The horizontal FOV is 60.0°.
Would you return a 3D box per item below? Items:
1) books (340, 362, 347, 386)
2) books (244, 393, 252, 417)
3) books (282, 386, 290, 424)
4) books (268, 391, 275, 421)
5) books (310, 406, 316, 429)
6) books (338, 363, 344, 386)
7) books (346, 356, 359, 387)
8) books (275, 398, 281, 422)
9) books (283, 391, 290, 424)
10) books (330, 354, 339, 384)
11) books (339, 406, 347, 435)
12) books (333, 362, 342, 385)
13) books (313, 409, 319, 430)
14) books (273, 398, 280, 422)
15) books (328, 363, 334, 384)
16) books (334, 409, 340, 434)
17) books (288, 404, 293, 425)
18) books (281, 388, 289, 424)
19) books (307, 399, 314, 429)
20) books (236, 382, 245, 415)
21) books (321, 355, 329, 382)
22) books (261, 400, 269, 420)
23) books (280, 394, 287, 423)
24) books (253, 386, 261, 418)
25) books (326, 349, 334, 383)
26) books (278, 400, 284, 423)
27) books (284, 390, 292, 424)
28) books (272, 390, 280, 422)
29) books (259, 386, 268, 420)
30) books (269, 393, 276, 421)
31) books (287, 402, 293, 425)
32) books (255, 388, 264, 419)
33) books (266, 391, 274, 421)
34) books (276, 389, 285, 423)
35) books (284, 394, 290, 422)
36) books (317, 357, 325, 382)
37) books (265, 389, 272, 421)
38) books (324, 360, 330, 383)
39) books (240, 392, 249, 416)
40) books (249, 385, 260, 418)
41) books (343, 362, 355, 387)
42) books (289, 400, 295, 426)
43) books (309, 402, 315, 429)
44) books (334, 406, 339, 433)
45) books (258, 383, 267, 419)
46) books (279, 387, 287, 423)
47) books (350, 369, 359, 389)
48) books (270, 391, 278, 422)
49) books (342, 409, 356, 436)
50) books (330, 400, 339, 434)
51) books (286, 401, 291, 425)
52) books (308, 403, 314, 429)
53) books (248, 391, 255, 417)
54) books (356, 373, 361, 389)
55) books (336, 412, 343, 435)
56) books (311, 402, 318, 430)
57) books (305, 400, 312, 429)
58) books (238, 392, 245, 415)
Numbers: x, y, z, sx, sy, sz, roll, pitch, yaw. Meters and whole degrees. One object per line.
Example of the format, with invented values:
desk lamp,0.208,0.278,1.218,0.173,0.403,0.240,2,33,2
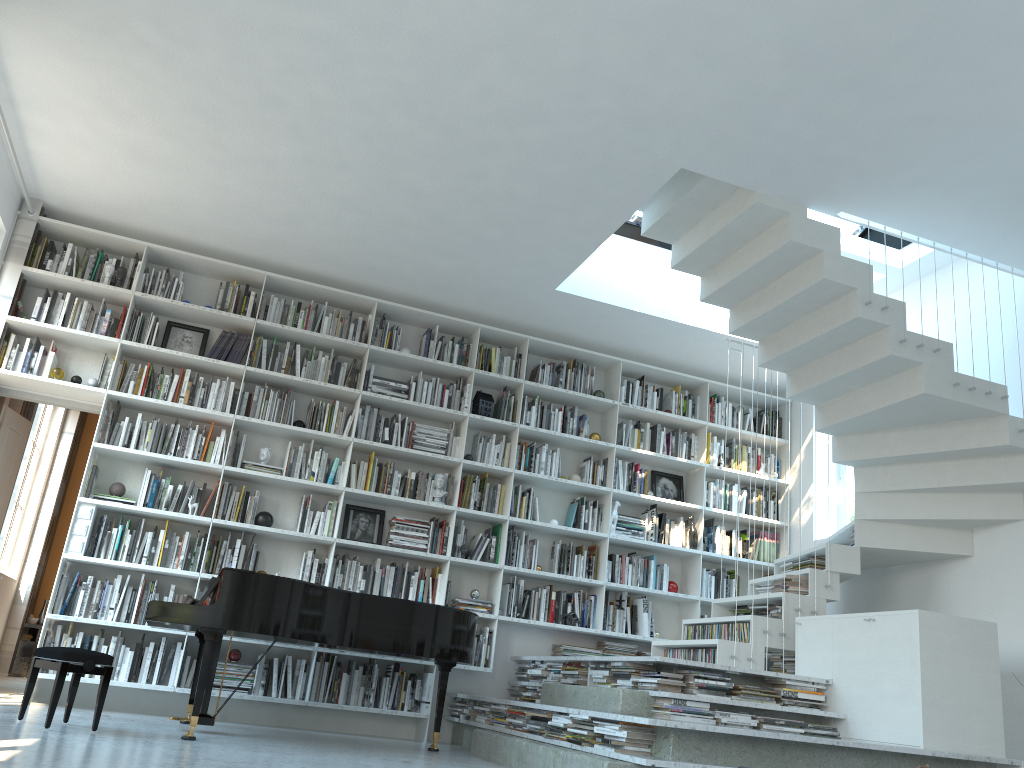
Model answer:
books,-1.301,-0.030,6.769,0.025,0.236,0.153,13,-20,-17
books,-1.933,0.190,6.468,0.024,0.218,0.140,13,-20,-17
books,-1.680,0.190,6.553,0.005,0.330,0.162,13,-20,-17
books,-1.778,0.200,6.509,0.010,0.260,0.170,13,-20,-17
books,-1.496,0.286,6.595,0.013,0.215,0.150,13,-20,-17
books,-1.318,-0.032,6.746,0.022,0.222,0.161,13,-20,-17
books,-1.240,-0.055,6.778,0.058,0.301,0.175,13,-20,-17
books,-1.734,0.230,6.526,0.011,0.225,0.130,13,-20,-17
books,-1.677,0.203,6.550,0.005,0.304,0.163,13,-20,-17
books,-1.368,-0.070,6.757,0.022,0.289,0.147,13,-20,-17
books,-1.282,0.311,6.657,0.022,0.256,0.155,13,-20,-17
books,-1.341,-0.037,6.734,0.030,0.217,0.183,13,-20,-17
books,-1.470,0.298,6.597,0.011,0.199,0.163,13,-20,-17
books,-1.737,0.229,6.497,0.011,0.208,0.181,13,-20,-17
books,-1.393,-0.040,6.736,0.024,0.212,0.150,13,-20,-17
books,-1.325,0.318,6.649,0.011,0.229,0.166,13,-20,-17
books,-1.646,0.257,6.550,0.004,0.209,0.132,13,-20,-17
books,-1.687,0.197,6.552,0.005,0.315,0.157,13,-20,-17
books,-1.516,0.256,6.607,0.012,0.275,0.129,13,-20,-17
books,-1.985,0.144,6.454,0.012,0.284,0.160,13,-20,-17
books,-1.435,-0.075,6.722,0.028,0.260,0.136,13,-20,-17
books,-1.818,0.227,6.485,0.029,0.186,0.149,13,-20,-17
books,-1.693,0.217,6.530,0.010,0.261,0.158,13,-20,-17
books,-1.870,0.168,6.471,0.012,0.275,0.157,13,-20,-17
books,-1.397,-0.096,6.728,0.011,0.312,0.184,13,-20,-17
books,-1.715,0.240,6.536,0.012,0.216,0.133,13,-20,-17
books,-1.659,0.208,6.532,0.011,0.286,0.189,13,-20,-17
books,-1.745,0.195,6.511,0.011,0.278,0.169,13,-20,-17
books,-1.825,0.173,6.479,0.010,0.282,0.184,13,-20,-17
books,-1.768,0.205,6.511,0.011,0.255,0.152,13,-20,-17
books,-1.654,0.252,6.551,0.012,0.217,0.151,13,-20,-17
books,-1.855,0.179,6.475,0.024,0.261,0.178,13,-20,-17
books,-1.781,0.196,6.483,0.012,0.250,0.184,13,-20,-17
books,-1.713,0.196,6.521,0.011,0.290,0.177,13,-20,-17
books,-1.673,0.213,6.545,0.004,0.283,0.167,13,-20,-17
books,-1.454,-0.069,6.693,0.021,0.225,0.192,13,-20,-17
books,-1.789,0.188,6.480,0.009,0.262,0.190,13,-20,-17
books,-1.416,-0.057,6.720,0.013,0.230,0.142,13,-20,-17
books,-1.958,0.182,6.462,0.029,0.224,0.137,13,-20,-17
books,-1.889,0.164,6.470,0.026,0.278,0.151,13,-20,-17
books,-1.256,-0.039,6.768,0.055,0.263,0.167,13,-20,-17
books,-1.627,0.249,6.552,0.031,0.231,0.148,13,-20,-17
books,-1.497,0.268,6.581,0.005,0.239,0.174,13,-20,-17
books,-1.332,0.302,6.646,0.010,0.256,0.140,13,-20,-17
books,-1.840,0.161,6.501,0.011,0.316,0.155,13,-20,-17
books,-1.698,0.190,6.544,0.004,0.319,0.153,13,-20,-17
books,-1.213,0.004,6.799,0.028,0.211,0.135,13,-20,-17
books,-1.753,0.200,6.500,0.009,0.260,0.181,13,-20,-17
books,-1.236,0.324,6.646,0.064,0.236,0.209,13,-20,-17
books,-1.343,0.284,6.640,0.022,0.283,0.190,13,-20,-17
books,-1.665,0.243,6.557,0.009,0.236,0.135,13,-20,-17
books,-1.510,0.274,6.601,0.005,0.238,0.146,13,-20,-17
books,-1.910,0.181,6.464,0.012,0.239,0.134,13,-20,-17
books,-1.195,0.019,6.809,0.019,0.193,0.098,13,-20,-17
books,-1.309,0.328,6.652,0.024,0.215,0.142,13,-20,-17
books,-1.477,0.271,6.578,0.005,0.235,0.179,13,-20,-17
books,-1.523,0.262,6.595,0.005,0.253,0.161,13,-20,-17
books,-1.971,0.179,6.430,0.015,0.207,0.186,13,-20,-17
